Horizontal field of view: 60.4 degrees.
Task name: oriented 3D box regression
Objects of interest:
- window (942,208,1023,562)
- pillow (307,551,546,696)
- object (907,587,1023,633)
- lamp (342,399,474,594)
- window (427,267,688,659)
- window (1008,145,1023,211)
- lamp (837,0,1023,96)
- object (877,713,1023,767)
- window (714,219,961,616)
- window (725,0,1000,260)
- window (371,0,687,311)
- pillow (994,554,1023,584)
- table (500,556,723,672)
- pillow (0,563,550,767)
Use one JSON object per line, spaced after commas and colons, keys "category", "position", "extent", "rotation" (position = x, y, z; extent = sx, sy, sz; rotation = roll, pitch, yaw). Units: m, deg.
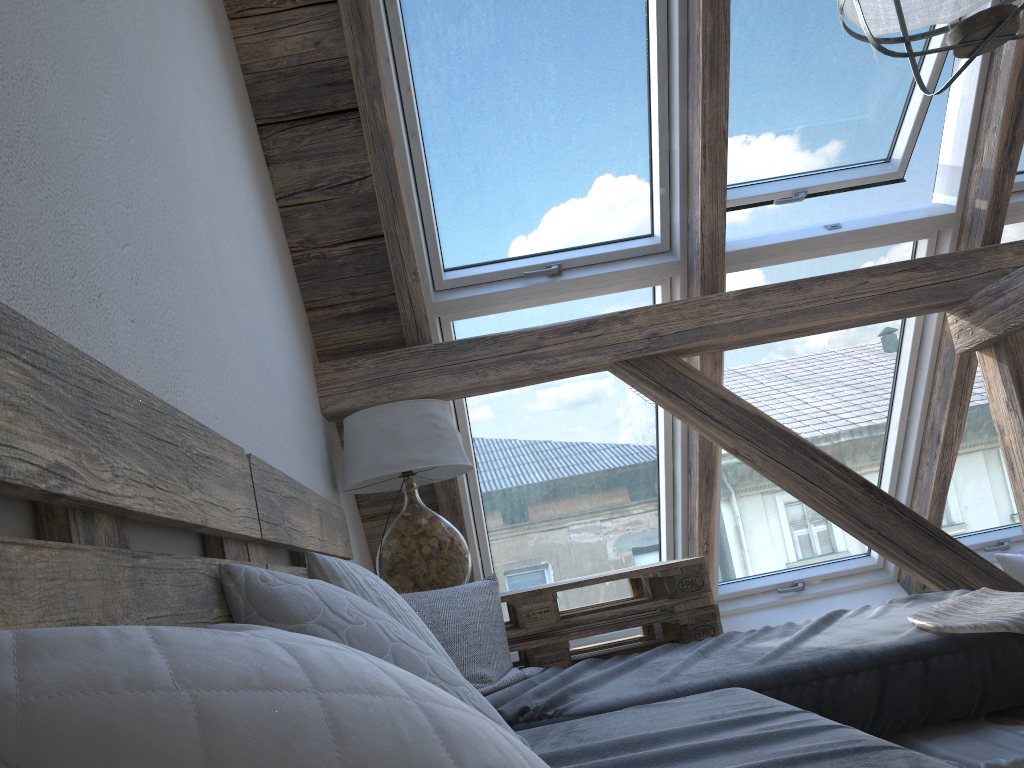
{"category": "window", "position": [2.027, 0.032, 3.386], "extent": [0.854, 1.257, 1.116], "rotation": [-11, -8, -5]}
{"category": "pillow", "position": [-0.214, 0.572, 2.028], "extent": [0.388, 0.392, 0.980], "rotation": [-13, -11, 11]}
{"category": "object", "position": [1.461, 0.625, 1.909], "extent": [1.022, 0.466, 0.815], "rotation": [-16, -12, 25]}
{"category": "lamp", "position": [-0.422, 0.730, 2.466], "extent": [0.818, 1.266, 0.397], "rotation": [-9, -6, -19]}
{"category": "window", "position": [0.223, 0.357, 3.261], "extent": [0.854, 1.257, 1.116], "rotation": [-11, -8, -5]}
{"category": "window", "position": [1.850, -1.341, 2.503], "extent": [0.854, 1.257, 1.116], "rotation": [-11, -8, -5]}
{"category": "lamp", "position": [0.638, -1.286, 1.509], "extent": [0.414, 1.496, 0.398], "rotation": [-15, -7, 36]}
{"category": "object", "position": [0.738, 0.779, 1.582], "extent": [0.704, 0.273, 0.517], "rotation": [-7, -11, -20]}
{"category": "window", "position": [1.125, 0.194, 3.324], "extent": [0.854, 1.257, 1.116], "rotation": [-11, -8, -5]}
{"category": "window", "position": [0.946, -1.168, 2.487], "extent": [0.854, 1.257, 1.375], "rotation": [-11, -9, -5]}
{"category": "window", "position": [0.046, -1.017, 2.379], "extent": [0.854, 1.257, 1.116], "rotation": [-11, -8, -5]}
{"category": "pillow", "position": [2.580, 0.797, 3.524], "extent": [1.128, 0.517, 0.444], "rotation": [-9, -8, -12]}
{"category": "table", "position": [0.117, 0.996, 2.789], "extent": [1.015, 0.692, 0.687], "rotation": [-10, -9, -4]}
{"category": "pillow", "position": [-0.126, 0.331, 0.935], "extent": [0.350, 0.349, 1.152], "rotation": [-10, -12, -5]}
